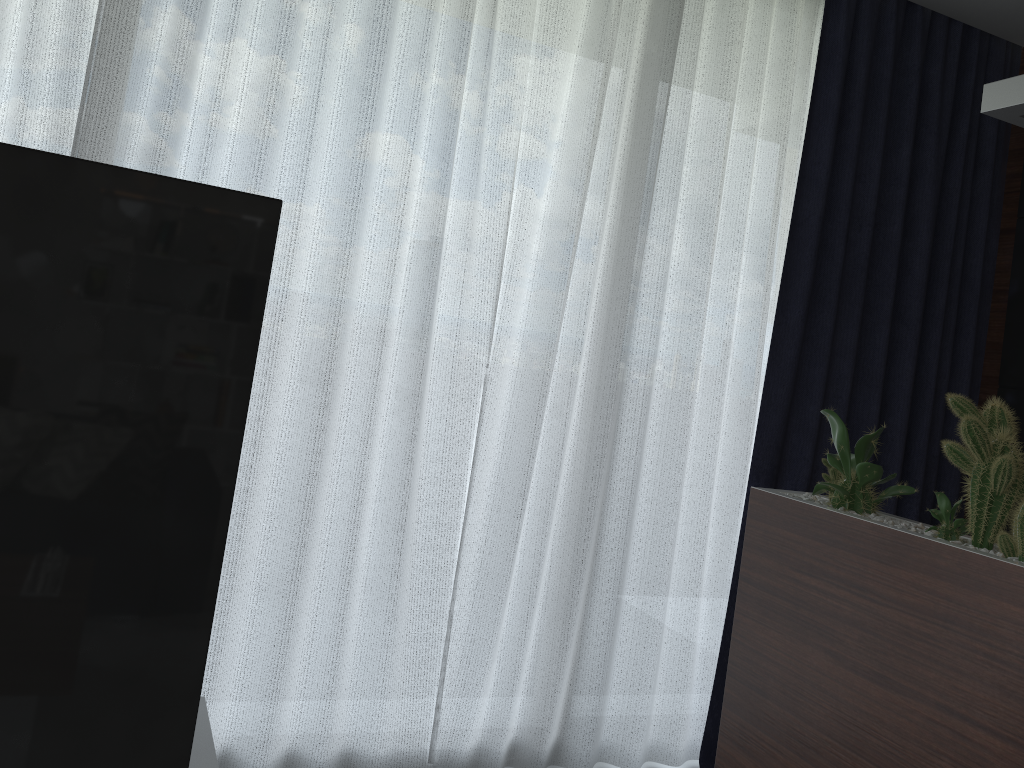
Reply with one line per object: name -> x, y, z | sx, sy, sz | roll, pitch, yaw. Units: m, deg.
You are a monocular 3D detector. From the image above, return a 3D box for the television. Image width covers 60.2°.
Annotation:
television -> -0.867, 0.117, 0.692 | 1.224, 0.790, 0.298 | 8, -3, -23

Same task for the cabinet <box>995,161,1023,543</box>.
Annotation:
cabinet -> 2.684, 0.236, 1.635 | 0.701, 2.563, 3.488 | 10, -1, -24

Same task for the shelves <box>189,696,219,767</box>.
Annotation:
shelves -> -1.460, 0.681, 0.659 | 2.337, 0.501, 0.875 | 8, 0, -23

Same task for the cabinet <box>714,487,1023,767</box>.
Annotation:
cabinet -> 1.550, 0.097, 0.575 | 0.782, 2.561, 3.344 | 10, -1, -24

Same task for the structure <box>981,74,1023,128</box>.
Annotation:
structure -> 1.423, -0.858, 1.441 | 0.444, 0.762, 1.047 | 9, -1, -24

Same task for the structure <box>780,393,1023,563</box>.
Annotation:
structure -> 0.817, 0.157, 1.489 | 0.221, 0.287, 1.003 | 9, 1, -21
